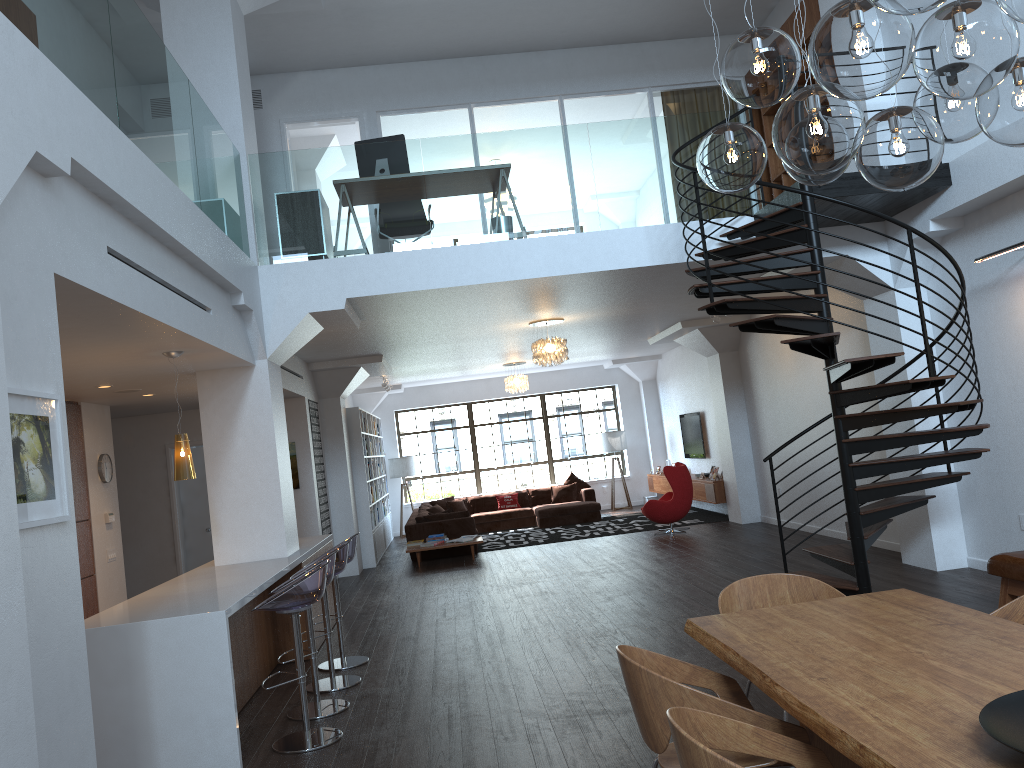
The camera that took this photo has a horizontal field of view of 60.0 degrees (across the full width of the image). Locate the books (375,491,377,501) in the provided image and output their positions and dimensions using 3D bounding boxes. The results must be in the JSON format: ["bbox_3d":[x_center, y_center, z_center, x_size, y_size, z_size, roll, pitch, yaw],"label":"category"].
[{"bbox_3d":[-2.368,1.834,14.820,0.183,0.253,0.034,-7,-4,-5],"label":"books"}]

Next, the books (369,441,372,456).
[{"bbox_3d":[-2.460,1.090,14.864,0.182,0.253,0.034,-7,-4,-5],"label":"books"}]

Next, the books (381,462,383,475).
[{"bbox_3d":[-2.589,1.641,17.101,0.183,0.253,0.042,-7,-4,-5],"label":"books"}]

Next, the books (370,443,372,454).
[{"bbox_3d":[-2.479,1.110,15.060,0.170,0.245,0.057,-7,-4,-5],"label":"books"}]

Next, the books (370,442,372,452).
[{"bbox_3d":[-2.479,1.116,15.111,0.174,0.239,0.045,-7,-4,-5],"label":"books"}]

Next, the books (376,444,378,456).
[{"bbox_3d":[-2.592,1.234,16.532,0.158,0.226,0.052,-7,-4,-5],"label":"books"}]

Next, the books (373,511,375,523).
[{"bbox_3d":[-2.290,2.159,14.173,0.180,0.259,0.042,-7,-4,-5],"label":"books"}]

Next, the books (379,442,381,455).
[{"bbox_3d":[-2.618,1.259,17.040,0.183,0.253,0.034,-7,-4,-5],"label":"books"}]

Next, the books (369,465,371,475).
[{"bbox_3d":[-2.375,1.432,14.336,0.174,0.239,0.045,-7,-4,-5],"label":"books"}]

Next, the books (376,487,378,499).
[{"bbox_3d":[-2.398,1.881,15.234,0.161,0.223,0.026,-7,-4,-5],"label":"books"}]

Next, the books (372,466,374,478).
[{"bbox_3d":[-2.421,1.499,14.974,0.161,0.207,0.135,-7,-4,-5],"label":"books"}]

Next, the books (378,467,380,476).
[{"bbox_3d":[-2.505,1.612,16.278,0.128,0.178,0.022,-7,-4,-5],"label":"books"}]

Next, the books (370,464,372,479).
[{"bbox_3d":[-2.377,1.431,14.410,0.182,0.253,0.034,-7,-4,-5],"label":"books"}]

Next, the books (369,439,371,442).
[{"bbox_3d":[-2.493,1.098,15.189,0.176,0.290,0.053,-7,-4,-5],"label":"books"}]

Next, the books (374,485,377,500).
[{"bbox_3d":[-2.378,1.846,14.981,0.183,0.253,0.034,-7,-4,-5],"label":"books"}]

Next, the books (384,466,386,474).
[{"bbox_3d":[-2.621,1.703,17.662,0.182,0.215,0.188,-7,-4,-5],"label":"books"}]

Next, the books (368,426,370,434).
[{"bbox_3d":[-2.525,0.808,15.350,0.110,0.153,0.019,-7,-4,-5],"label":"books"}]

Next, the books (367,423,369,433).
[{"bbox_3d":[-2.522,0.774,15.146,0.139,0.191,0.036,-7,-4,-5],"label":"books"}]

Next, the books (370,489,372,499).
[{"bbox_3d":[-2.330,1.762,14.105,0.176,0.290,0.053,-7,-4,-5],"label":"books"}]

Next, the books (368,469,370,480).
[{"bbox_3d":[-2.356,1.423,14.107,0.161,0.223,0.027,-7,-4,-5],"label":"books"}]

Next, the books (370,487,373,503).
[{"bbox_3d":[-2.331,1.793,14.230,0.171,0.246,0.057,-7,-4,-5],"label":"books"}]

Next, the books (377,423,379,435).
[{"bbox_3d":[-2.688,0.903,17.217,0.183,0.253,0.042,-7,-4,-5],"label":"books"}]

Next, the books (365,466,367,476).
[{"bbox_3d":[-2.323,1.389,13.718,0.140,0.231,0.042,-7,-4,-5],"label":"books"}]

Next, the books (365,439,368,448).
[{"bbox_3d":[-2.456,1.048,14.470,0.198,0.284,0.049,-7,-4,-5],"label":"books"}]

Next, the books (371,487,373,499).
[{"bbox_3d":[-2.340,1.796,14.312,0.183,0.253,0.034,-7,-4,-5],"label":"books"}]

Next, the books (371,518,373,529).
[{"bbox_3d":[-2.250,2.123,13.664,0.180,0.251,0.048,-7,-4,-5],"label":"books"}]

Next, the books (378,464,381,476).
[{"bbox_3d":[-2.531,1.605,16.512,0.140,0.231,0.042,-7,-4,-5],"label":"books"}]

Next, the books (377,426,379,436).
[{"bbox_3d":[-2.682,0.896,17.130,0.183,0.253,0.042,-7,-4,-5],"label":"books"}]

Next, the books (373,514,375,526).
[{"bbox_3d":[-2.278,2.159,14.094,0.171,0.246,0.039,-7,-4,-5],"label":"books"}]

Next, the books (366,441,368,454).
[{"bbox_3d":[-2.427,1.059,14.357,0.174,0.240,0.054,-7,-4,-5],"label":"books"}]

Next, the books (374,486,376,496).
[{"bbox_3d":[-2.370,1.832,14.787,0.183,0.253,0.034,-7,-4,-5],"label":"books"}]

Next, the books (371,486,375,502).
[{"bbox_3d":[-2.348,1.808,14.481,0.183,0.253,0.034,-7,-4,-5],"label":"books"}]

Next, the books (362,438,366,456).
[{"bbox_3d":[-2.368,0.985,13.740,0.176,0.290,0.053,-7,-4,-5],"label":"books"}]

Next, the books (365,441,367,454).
[{"bbox_3d":[-2.430,1.045,14.245,0.183,0.253,0.042,-7,-4,-5],"label":"books"}]

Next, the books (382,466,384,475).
[{"bbox_3d":[-2.590,1.675,17.246,0.161,0.207,0.135,-7,-4,-5],"label":"books"}]

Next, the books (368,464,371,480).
[{"bbox_3d":[-2.369,1.418,14.237,0.182,0.253,0.034,-7,-4,-5],"label":"books"}]

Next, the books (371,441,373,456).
[{"bbox_3d":[-2.501,1.106,15.248,0.197,0.283,0.065,-7,-4,-5],"label":"books"}]

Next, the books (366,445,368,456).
[{"bbox_3d":[-2.416,1.061,14.281,0.161,0.223,0.032,-7,-4,-5],"label":"books"}]

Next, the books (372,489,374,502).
[{"bbox_3d":[-2.338,1.798,14.345,0.183,0.253,0.034,-7,-4,-5],"label":"books"}]

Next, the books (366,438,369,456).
[{"bbox_3d":[-2.444,1.047,14.524,0.176,0.291,0.053,-7,-4,-5],"label":"books"}]

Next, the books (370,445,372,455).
[{"bbox_3d":[-2.466,1.115,14.992,0.161,0.223,0.027,-7,-4,-5],"label":"books"}]

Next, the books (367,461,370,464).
[{"bbox_3d":[-2.394,1.419,14.473,0.176,0.294,0.102,-7,-4,-5],"label":"books"}]

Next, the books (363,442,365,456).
[{"bbox_3d":[-2.368,1.003,13.660,0.174,0.242,0.105,-7,-4,-5],"label":"books"}]
